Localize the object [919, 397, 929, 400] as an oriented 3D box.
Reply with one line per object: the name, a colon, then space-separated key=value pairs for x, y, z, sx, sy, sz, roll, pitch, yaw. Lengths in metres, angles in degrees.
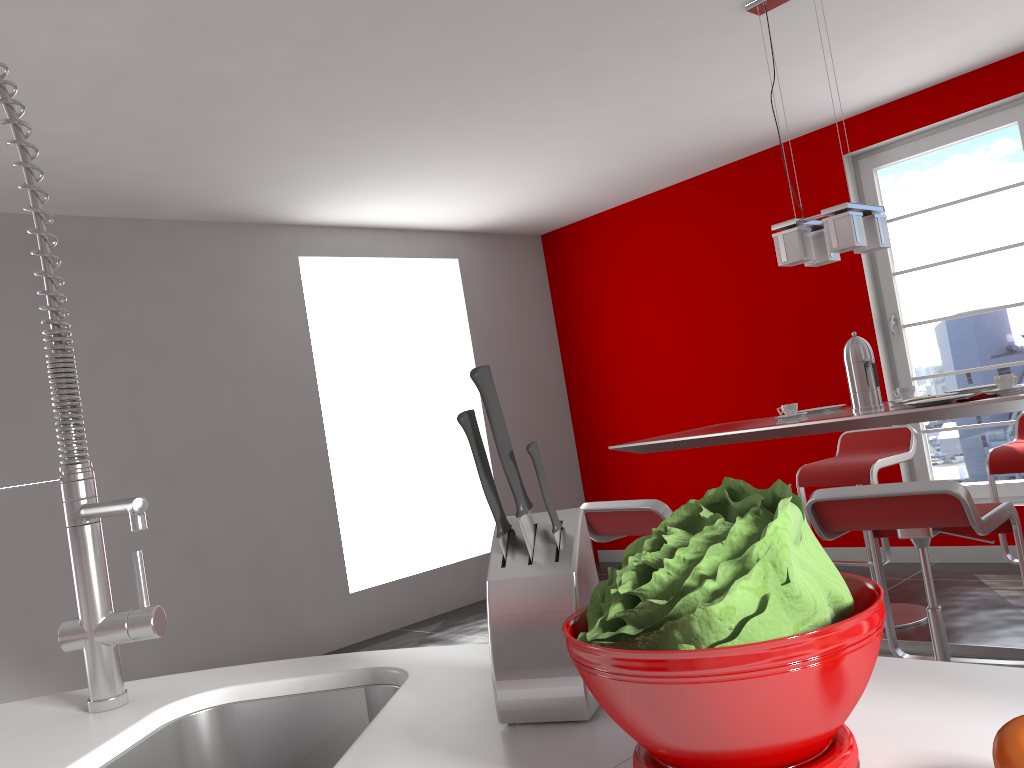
object: x=1.414 y=0.051 z=3.037 sx=0.034 sy=0.006 sz=0.036 roll=-11 pitch=-3 yaw=35

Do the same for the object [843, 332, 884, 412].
object: x=1.284 y=-0.052 z=3.228 sx=0.113 sy=0.287 sz=0.149 roll=-7 pitch=-3 yaw=-35

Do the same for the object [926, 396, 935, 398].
object: x=1.445 y=0.048 z=3.067 sx=0.034 sy=0.006 sz=0.036 roll=-9 pitch=-3 yaw=-6

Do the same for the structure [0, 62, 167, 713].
structure: x=-0.596 y=-0.044 z=1.088 sx=0.308 sy=0.920 sz=0.178 roll=-9 pitch=-3 yaw=0

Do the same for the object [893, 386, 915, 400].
object: x=1.462 y=0.036 z=3.295 sx=0.062 sy=0.049 sz=0.078 roll=-9 pitch=-3 yaw=-3

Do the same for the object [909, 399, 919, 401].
object: x=1.399 y=0.055 z=3.076 sx=0.034 sy=0.006 sz=0.036 roll=-8 pitch=-3 yaw=-20

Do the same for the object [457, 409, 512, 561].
object: x=-0.005 y=0.161 z=0.861 sx=0.012 sy=0.279 sz=0.130 roll=-10 pitch=-3 yaw=18

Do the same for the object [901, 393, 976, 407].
object: x=1.355 y=0.055 z=2.818 sx=0.217 sy=0.015 sz=0.217 roll=-9 pitch=-3 yaw=-7

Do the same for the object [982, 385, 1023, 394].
object: x=1.585 y=0.019 z=2.843 sx=0.119 sy=0.016 sz=0.119 roll=-8 pitch=-3 yaw=-24

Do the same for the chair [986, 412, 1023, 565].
chair: x=2.233 y=0.533 z=3.545 sx=0.460 sy=0.857 sz=0.418 roll=-7 pitch=-4 yaw=-41

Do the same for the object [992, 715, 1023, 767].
object: x=0.316 y=0.222 z=0.515 sx=0.064 sy=0.048 sz=0.063 roll=-11 pitch=-3 yaw=25

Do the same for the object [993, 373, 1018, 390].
object: x=1.587 y=-0.005 z=2.839 sx=0.062 sy=0.049 sz=0.078 roll=-7 pitch=-4 yaw=-44

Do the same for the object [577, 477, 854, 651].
object: x=0.143 y=0.168 z=0.655 sx=0.193 sy=0.182 sz=0.198 roll=-7 pitch=-3 yaw=-38

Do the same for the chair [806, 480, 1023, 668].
chair: x=1.123 y=0.659 z=2.354 sx=0.418 sy=0.857 sz=0.460 roll=-12 pitch=-4 yaw=42

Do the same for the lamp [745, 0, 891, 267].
lamp: x=1.118 y=-0.978 z=3.321 sx=0.304 sy=1.025 sz=0.304 roll=-7 pitch=-4 yaw=-43

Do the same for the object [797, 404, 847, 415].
object: x=1.269 y=0.109 z=3.660 sx=0.217 sy=0.015 sz=0.217 roll=-8 pitch=-3 yaw=-20

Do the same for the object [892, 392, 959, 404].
object: x=1.431 y=0.054 z=3.069 sx=0.217 sy=0.015 sz=0.217 roll=-9 pitch=-3 yaw=-6

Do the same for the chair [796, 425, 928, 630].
chair: x=1.662 y=0.654 z=4.131 sx=0.460 sy=0.857 sz=0.418 roll=-7 pitch=-3 yaw=-36

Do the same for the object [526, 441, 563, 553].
object: x=0.045 y=0.150 z=0.843 sx=0.009 sy=0.197 sz=0.091 roll=-10 pitch=-3 yaw=18

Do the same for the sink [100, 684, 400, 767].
sink: x=-0.278 y=0.470 z=0.911 sx=0.326 sy=0.172 sz=0.428 roll=-10 pitch=-3 yaw=8

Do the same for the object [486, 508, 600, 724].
object: x=0.037 y=0.216 z=0.867 sx=0.091 sy=0.178 sz=0.137 roll=-10 pitch=-3 yaw=20

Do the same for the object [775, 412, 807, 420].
object: x=1.109 y=0.129 z=3.520 sx=0.119 sy=0.016 sz=0.119 roll=-11 pitch=-3 yaw=27

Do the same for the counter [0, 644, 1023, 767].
counter: x=-0.309 y=0.787 z=0.346 sx=2.865 sy=0.880 sz=1.868 roll=-9 pitch=-3 yaw=-10

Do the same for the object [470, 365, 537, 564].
object: x=0.015 y=0.141 z=0.845 sx=0.014 sy=0.322 sz=0.150 roll=-10 pitch=-3 yaw=18

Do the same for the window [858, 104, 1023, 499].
window: x=2.533 y=-0.389 z=4.876 sx=0.117 sy=2.038 sz=0.938 roll=-7 pitch=-4 yaw=-43

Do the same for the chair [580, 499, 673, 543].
chair: x=0.564 y=0.779 z=2.964 sx=0.460 sy=0.857 sz=0.418 roll=-7 pitch=-3 yaw=-39

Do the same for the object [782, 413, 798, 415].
object: x=1.178 y=0.130 z=3.763 sx=0.234 sy=0.012 sz=0.095 roll=-7 pitch=-4 yaw=-45

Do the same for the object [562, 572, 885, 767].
object: x=0.159 y=0.219 z=0.645 sx=0.229 sy=0.118 sz=0.228 roll=-10 pitch=-3 yaw=18

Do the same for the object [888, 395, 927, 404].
object: x=1.467 y=0.059 z=3.286 sx=0.119 sy=0.016 sz=0.119 roll=-12 pitch=-4 yaw=44

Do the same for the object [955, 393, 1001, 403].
object: x=1.443 y=0.038 z=2.713 sx=0.234 sy=0.012 sz=0.095 roll=-7 pitch=-4 yaw=-43

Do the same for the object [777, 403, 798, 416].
object: x=1.102 y=0.106 z=3.528 sx=0.062 sy=0.049 sz=0.078 roll=-8 pitch=-3 yaw=-21

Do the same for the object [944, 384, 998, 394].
object: x=1.689 y=0.019 z=3.218 sx=0.217 sy=0.015 sz=0.217 roll=-10 pitch=-3 yaw=22

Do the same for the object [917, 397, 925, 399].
object: x=1.429 y=0.052 z=3.105 sx=0.036 sy=0.006 sz=0.034 roll=-8 pitch=-3 yaw=-31

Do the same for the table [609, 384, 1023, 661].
table: x=1.338 y=0.594 z=3.288 sx=0.800 sy=1.000 sz=1.700 roll=-7 pitch=-4 yaw=-43
